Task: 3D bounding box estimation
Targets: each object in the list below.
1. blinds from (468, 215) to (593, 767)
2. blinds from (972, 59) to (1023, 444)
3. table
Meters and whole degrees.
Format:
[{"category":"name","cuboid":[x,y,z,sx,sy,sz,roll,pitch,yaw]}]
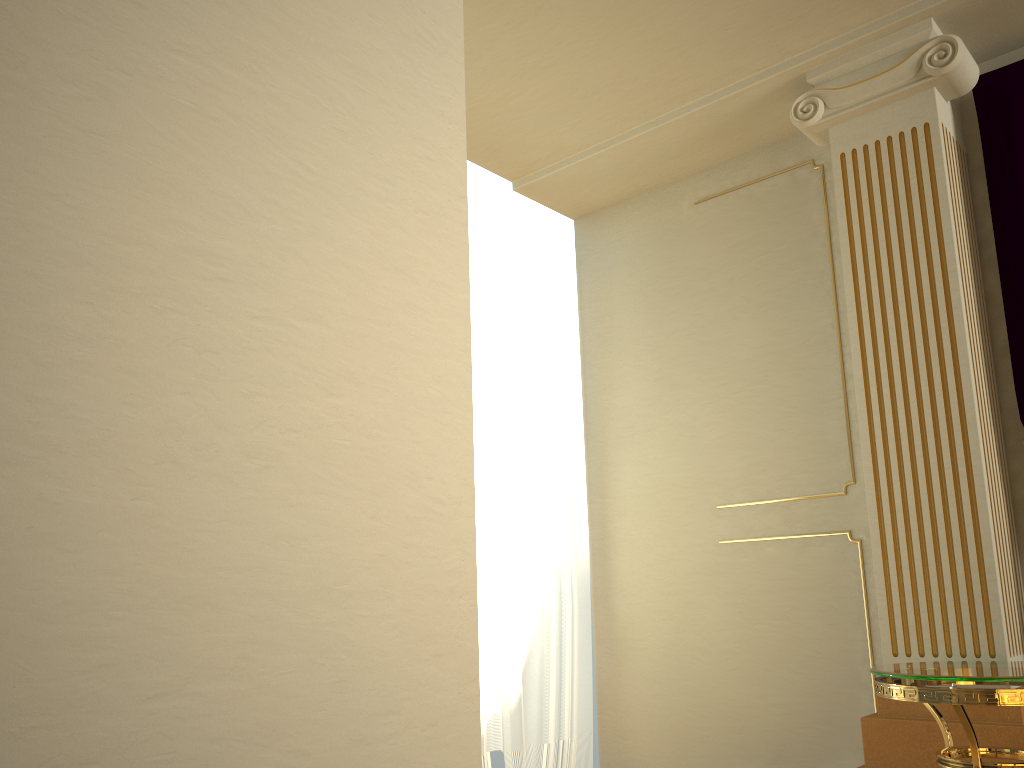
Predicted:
[{"category":"blinds","cuboid":[-0.334,0.438,3.326,0.165,2.473,2.179,-11,-15,42]},{"category":"blinds","cuboid":[2.496,-0.002,2.230,2.251,2.618,0.341,-12,-15,41]},{"category":"table","cuboid":[1.300,1.092,2.374,0.571,0.634,0.579,-1,-12,-4]}]
